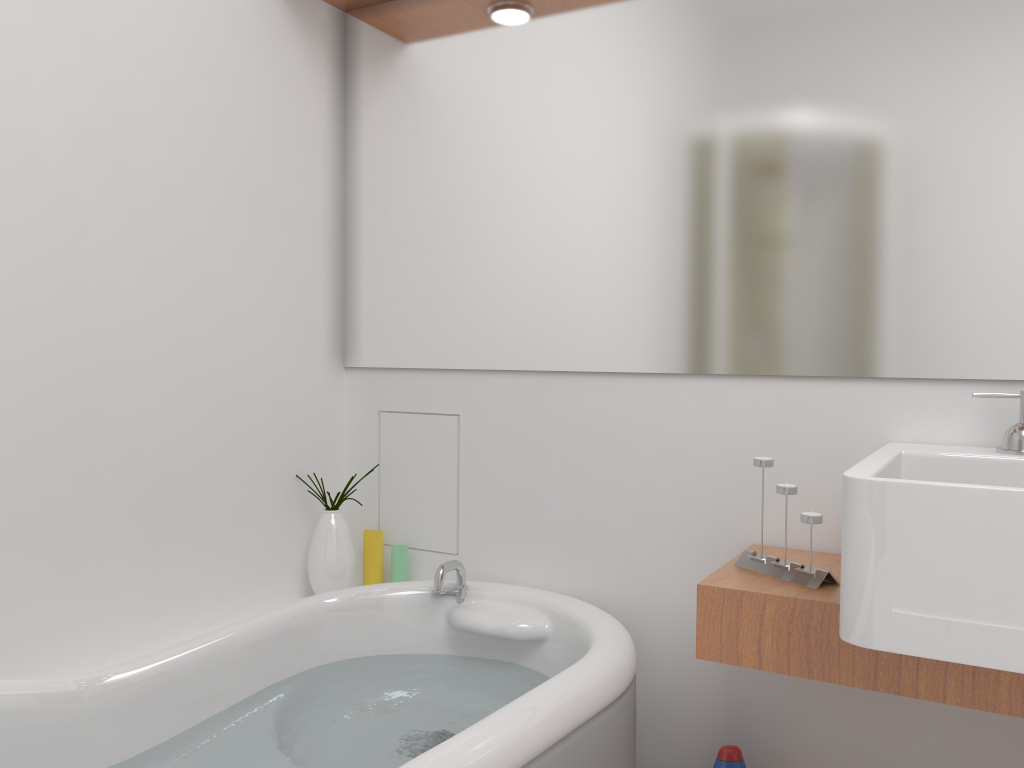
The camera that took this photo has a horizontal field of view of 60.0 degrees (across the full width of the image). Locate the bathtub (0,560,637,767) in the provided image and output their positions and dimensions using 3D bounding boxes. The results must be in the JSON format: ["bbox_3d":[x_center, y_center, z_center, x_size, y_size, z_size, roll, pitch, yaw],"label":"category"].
[{"bbox_3d":[-0.433,0.716,1.221,1.055,0.674,1.863,2,2,29],"label":"bathtub"}]

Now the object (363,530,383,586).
[{"bbox_3d":[-0.342,0.441,2.182,0.047,0.162,0.047,-1,2,-34],"label":"object"}]

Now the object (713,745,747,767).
[{"bbox_3d":[0.405,0.769,1.655,0.092,0.190,0.044,0,2,-4],"label":"object"}]

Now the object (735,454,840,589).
[{"bbox_3d":[0.464,0.225,1.502,0.059,0.203,0.182,-1,2,-30],"label":"object"}]

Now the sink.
[{"bbox_3d":[0.840,0.330,1.233,0.657,0.673,0.552,2,2,29],"label":"sink"}]

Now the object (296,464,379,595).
[{"bbox_3d":[-0.412,0.358,2.095,0.215,0.326,0.154,-1,2,-30],"label":"object"}]

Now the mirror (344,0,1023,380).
[{"bbox_3d":[0.695,-0.455,1.608,2.600,0.887,0.022,2,2,29],"label":"mirror"}]

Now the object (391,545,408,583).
[{"bbox_3d":[-0.272,0.456,2.143,0.038,0.133,0.038,0,2,-27],"label":"object"}]

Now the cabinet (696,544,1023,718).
[{"bbox_3d":[1.002,0.697,1.255,1.635,0.719,0.355,2,2,29],"label":"cabinet"}]

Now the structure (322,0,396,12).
[{"bbox_3d":[0.634,-1.012,1.478,2.606,0.240,0.287,2,2,29],"label":"structure"}]
